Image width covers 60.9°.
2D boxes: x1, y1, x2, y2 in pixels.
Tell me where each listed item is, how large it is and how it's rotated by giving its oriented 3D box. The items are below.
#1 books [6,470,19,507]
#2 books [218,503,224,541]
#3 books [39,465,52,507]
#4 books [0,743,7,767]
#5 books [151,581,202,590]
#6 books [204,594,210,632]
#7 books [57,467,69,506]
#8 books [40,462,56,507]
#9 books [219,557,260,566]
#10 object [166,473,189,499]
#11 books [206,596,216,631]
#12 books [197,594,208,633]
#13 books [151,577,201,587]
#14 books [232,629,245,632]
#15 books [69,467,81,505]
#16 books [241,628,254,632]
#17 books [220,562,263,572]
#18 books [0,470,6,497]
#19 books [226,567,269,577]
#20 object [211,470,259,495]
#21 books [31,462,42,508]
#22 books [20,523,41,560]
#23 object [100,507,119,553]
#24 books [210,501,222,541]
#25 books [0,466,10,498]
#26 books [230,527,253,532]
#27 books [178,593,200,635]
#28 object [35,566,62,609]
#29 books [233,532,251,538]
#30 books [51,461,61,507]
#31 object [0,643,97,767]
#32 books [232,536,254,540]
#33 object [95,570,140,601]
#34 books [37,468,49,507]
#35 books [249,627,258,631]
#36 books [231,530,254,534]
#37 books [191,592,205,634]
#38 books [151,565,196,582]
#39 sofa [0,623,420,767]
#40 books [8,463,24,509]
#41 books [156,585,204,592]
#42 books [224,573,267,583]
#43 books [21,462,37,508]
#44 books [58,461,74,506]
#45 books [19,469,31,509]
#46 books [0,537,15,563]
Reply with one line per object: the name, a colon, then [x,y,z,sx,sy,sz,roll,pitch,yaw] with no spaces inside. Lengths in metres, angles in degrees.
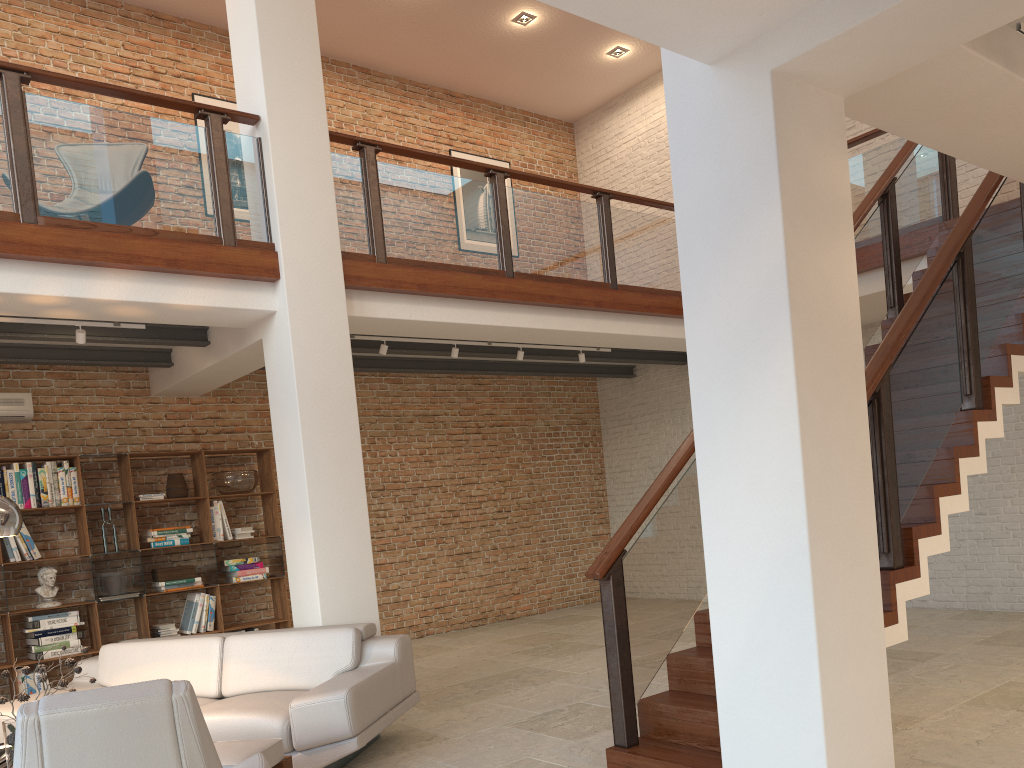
books: [-4.150,0.883,7.209,0.055,0.329,0.257,-7,0,-39]
books: [-2.812,1.317,8.278,0.020,0.358,0.275,-8,0,-39]
books: [-3.952,0.873,7.378,0.020,0.358,0.275,-8,0,-39]
books: [-2.558,1.823,4.232,0.249,0.074,0.405,-5,-8,-7]
books: [-3.096,1.862,8.055,0.378,0.036,0.247,2,-11,-43]
books: [-2.911,2.147,8.186,0.097,0.354,0.275,-7,0,-39]
books: [-3.860,0.887,7.444,0.055,0.329,0.257,-7,0,-39]
books: [-3.939,0.862,7.406,0.036,0.382,0.246,-8,1,-39]
books: [-2.633,1.714,8.423,0.325,0.055,0.258,-1,-9,-29]
object: [-3.076,0.938,7.997,0.193,0.232,0.194,-6,-2,9]
books: [-2.867,2.153,8.202,0.115,0.333,0.257,-7,0,-39]
books: [-2.922,2.143,8.165,0.097,0.354,0.275,-7,0,-39]
books: [-3.089,1.819,8.018,0.377,0.036,0.247,1,-10,-40]
books: [-2.600,2.557,8.406,0.068,0.384,0.246,-7,1,-39]
books: [-3.798,0.892,7.522,0.055,0.329,0.257,-7,0,-39]
books: [-2.531,2.559,8.466,0.068,0.384,0.246,-7,1,-39]
books: [-2.615,1.770,8.436,0.325,0.055,0.258,1,-10,-39]
books: [-4.221,0.885,7.175,0.055,0.329,0.257,-7,0,-39]
books: [-2.568,1.825,8.458,0.325,0.055,0.258,2,-10,-44]
object: [-2.658,0.957,8.387,0.439,0.218,0.438,-6,-6,3]
books: [-4.019,0.859,7.324,0.036,0.382,0.246,-8,1,-39]
books: [-4.055,1.310,7.275,0.156,0.328,0.257,-6,-1,-39]
object: [-3.531,1.278,7.631,0.120,0.398,0.062,-7,3,-36]
books: [-2.829,1.301,8.252,0.036,0.382,0.246,-8,1,-39]
books: [-4.192,0.871,7.197,0.020,0.358,0.275,-8,0,-39]
books: [-2.616,1.406,8.417,0.208,0.033,0.132,-12,-10,41]
books: [-3.005,2.137,8.117,0.161,0.371,0.246,-6,0,-39]
object: [-3.926,1.712,7.360,0.195,0.349,0.195,-6,0,-23]
books: [-2.610,1.459,8.419,0.132,0.033,0.209,-2,-9,-29]
books: [-3.902,0.861,7.419,0.036,0.382,0.246,-8,1,-39]
object: [-2.143,1.488,4.014,0.319,0.604,0.540,-5,-2,22]
books: [-2.611,1.488,8.437,0.170,0.019,0.240,-1,-9,-31]
object: [-3.497,1.770,7.668,0.333,0.232,0.287,-2,-5,-39]
books: [-3.971,0.884,7.343,0.055,0.329,0.257,-7,0,-39]
books: [-2.497,2.558,8.481,0.068,0.384,0.246,-7,1,-39]
books: [-2.610,1.434,8.426,0.170,0.019,0.240,0,-10,-36]
books: [-2.958,2.132,8.124,0.159,0.372,0.246,-6,0,-39]
books: [-3.110,1.743,8.014,0.333,0.118,0.216,0,-8,-39]
sofa: [-1.847,1.956,5.347,2.338,0.754,1.147,-7,-5,11]
books: [-4.118,0.857,7.239,0.036,0.382,0.246,-8,1,-39]
books: [-3.073,1.888,8.054,0.354,0.020,0.276,1,-10,-40]
books: [-2.582,1.880,8.445,0.325,0.055,0.258,0,-9,-36]
books: [-4.042,0.857,7.294,0.036,0.382,0.246,-8,1,-39]
books: [-3.829,0.862,7.477,0.036,0.382,0.246,-8,1,-39]
books: [-4.088,0.887,7.281,0.055,0.329,0.257,-7,0,-39]
books: [-4.194,1.286,7.189,0.100,0.383,0.246,-7,1,-39]
